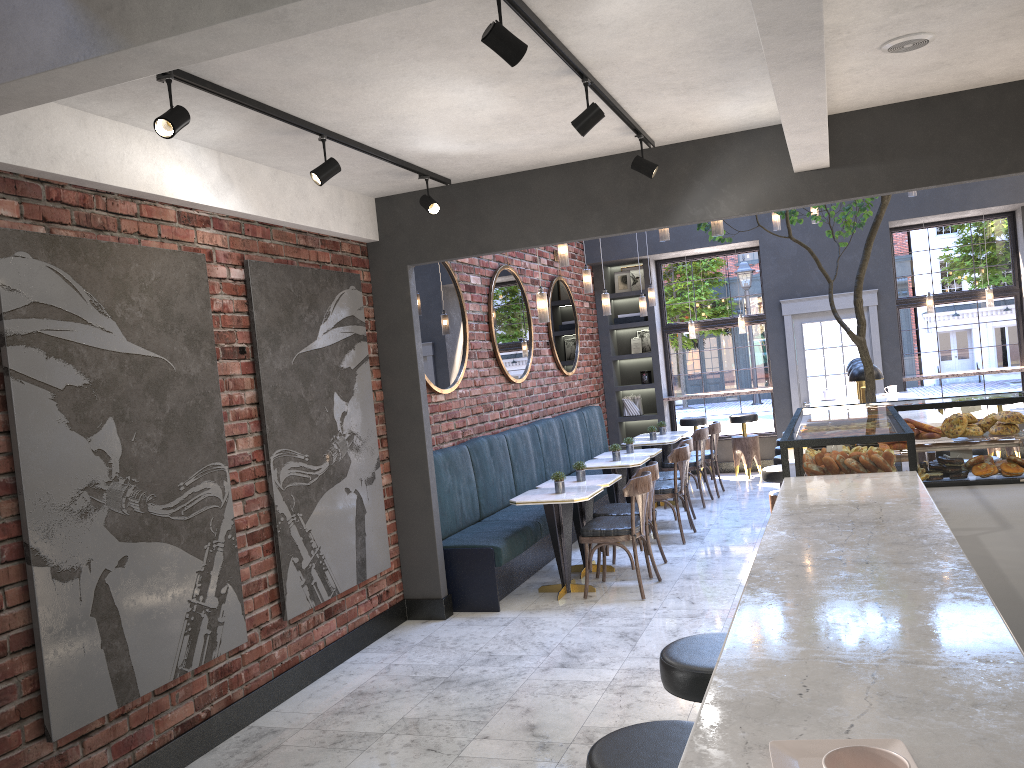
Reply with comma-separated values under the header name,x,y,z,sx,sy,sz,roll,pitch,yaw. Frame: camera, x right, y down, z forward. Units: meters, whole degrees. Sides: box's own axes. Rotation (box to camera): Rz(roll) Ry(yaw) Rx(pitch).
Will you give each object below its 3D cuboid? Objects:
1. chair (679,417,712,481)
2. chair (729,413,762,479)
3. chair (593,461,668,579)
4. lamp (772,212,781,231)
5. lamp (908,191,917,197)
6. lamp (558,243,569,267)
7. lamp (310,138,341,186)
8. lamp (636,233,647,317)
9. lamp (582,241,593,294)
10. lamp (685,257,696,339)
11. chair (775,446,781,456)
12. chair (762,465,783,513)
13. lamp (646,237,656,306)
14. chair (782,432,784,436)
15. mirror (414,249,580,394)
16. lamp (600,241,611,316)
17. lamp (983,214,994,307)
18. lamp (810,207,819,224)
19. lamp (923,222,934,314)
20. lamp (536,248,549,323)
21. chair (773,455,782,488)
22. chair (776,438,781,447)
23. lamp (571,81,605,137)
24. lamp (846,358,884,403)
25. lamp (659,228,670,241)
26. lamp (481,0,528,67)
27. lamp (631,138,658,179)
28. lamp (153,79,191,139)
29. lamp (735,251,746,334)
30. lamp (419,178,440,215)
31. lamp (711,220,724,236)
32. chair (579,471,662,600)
name,x,y,z,sx,sy,sz,roll,pitch,yaw
chair,2.449,0.857,11.784,0.370,0.821,0.372,-6,1,-17
chair,3.045,0.801,11.539,0.371,0.821,0.370,-6,1,-17
chair,0.941,1.072,7.084,0.521,0.851,0.538,-5,1,22
lamp,2.595,-3.665,9.311,0.078,4.106,0.078,-6,2,5
lamp,3.837,-3.938,8.898,0.078,4.106,0.078,-6,2,5
lamp,0.218,-2.989,7.098,0.078,4.106,0.078,-6,2,5
lamp,-0.939,-1.111,4.445,0.157,0.238,0.087,-7,2,-31
lamp,1.276,-2.803,9.906,0.078,4.106,0.078,-6,2,5
lamp,0.510,-2.892,8.236,0.078,4.106,0.078,-5,2,28
lamp,2.364,-1.322,11.936,0.078,1.429,0.078,-7,2,-40
chair,2.660,0.939,8.223,0.370,0.737,0.372,-6,2,-26
chair,2.170,1.011,6.911,0.370,0.737,0.372,-6,2,-26
lamp,1.459,-2.965,10.440,0.078,4.106,0.078,-6,2,5
chair,3.132,0.869,9.542,0.370,0.737,0.372,-6,2,-26
mirror,-0.006,-0.759,8.909,0.036,1.510,4.771,-5,1,20
lamp,0.750,-2.732,8.845,0.078,4.106,0.078,-5,2,28
lamp,5.709,-1.640,10.693,0.078,1.429,0.078,-7,2,-40
lamp,3.156,-3.822,9.765,0.078,4.106,0.078,-6,2,5
lamp,5.095,-1.581,10.921,0.078,1.429,0.078,-6,2,-17
lamp,0.030,-2.494,6.468,0.078,4.106,0.078,-6,2,5
chair,2.452,0.971,7.556,0.370,0.737,0.372,-7,2,-42
chair,2.869,0.906,8.883,0.370,0.737,0.371,-6,1,11
lamp,0.336,-1.232,3.976,0.157,0.238,0.087,-5,1,14
lamp,1.183,-1.177,4.776,4.183,3.257,8.833,-6,1,3
lamp,1.007,-3.181,6.990,0.078,4.106,0.078,-7,2,-40
lamp,-0.029,-1.177,2.945,0.157,0.238,0.087,-7,2,-31
lamp,0.757,-1.293,5.092,0.157,0.238,0.087,-5,1,14
lamp,-1.312,-1.054,3.411,0.087,0.235,0.157,-5,1,14
lamp,2.977,-1.381,11.708,0.078,1.429,0.078,-6,2,-17
lamp,-0.520,-1.170,5.563,0.087,0.235,0.157,-7,2,-29
lamp,1.201,-3.057,6.004,0.078,4.106,0.078,-7,2,-40
chair,0.799,1.096,6.521,0.521,0.851,0.538,-5,1,22
